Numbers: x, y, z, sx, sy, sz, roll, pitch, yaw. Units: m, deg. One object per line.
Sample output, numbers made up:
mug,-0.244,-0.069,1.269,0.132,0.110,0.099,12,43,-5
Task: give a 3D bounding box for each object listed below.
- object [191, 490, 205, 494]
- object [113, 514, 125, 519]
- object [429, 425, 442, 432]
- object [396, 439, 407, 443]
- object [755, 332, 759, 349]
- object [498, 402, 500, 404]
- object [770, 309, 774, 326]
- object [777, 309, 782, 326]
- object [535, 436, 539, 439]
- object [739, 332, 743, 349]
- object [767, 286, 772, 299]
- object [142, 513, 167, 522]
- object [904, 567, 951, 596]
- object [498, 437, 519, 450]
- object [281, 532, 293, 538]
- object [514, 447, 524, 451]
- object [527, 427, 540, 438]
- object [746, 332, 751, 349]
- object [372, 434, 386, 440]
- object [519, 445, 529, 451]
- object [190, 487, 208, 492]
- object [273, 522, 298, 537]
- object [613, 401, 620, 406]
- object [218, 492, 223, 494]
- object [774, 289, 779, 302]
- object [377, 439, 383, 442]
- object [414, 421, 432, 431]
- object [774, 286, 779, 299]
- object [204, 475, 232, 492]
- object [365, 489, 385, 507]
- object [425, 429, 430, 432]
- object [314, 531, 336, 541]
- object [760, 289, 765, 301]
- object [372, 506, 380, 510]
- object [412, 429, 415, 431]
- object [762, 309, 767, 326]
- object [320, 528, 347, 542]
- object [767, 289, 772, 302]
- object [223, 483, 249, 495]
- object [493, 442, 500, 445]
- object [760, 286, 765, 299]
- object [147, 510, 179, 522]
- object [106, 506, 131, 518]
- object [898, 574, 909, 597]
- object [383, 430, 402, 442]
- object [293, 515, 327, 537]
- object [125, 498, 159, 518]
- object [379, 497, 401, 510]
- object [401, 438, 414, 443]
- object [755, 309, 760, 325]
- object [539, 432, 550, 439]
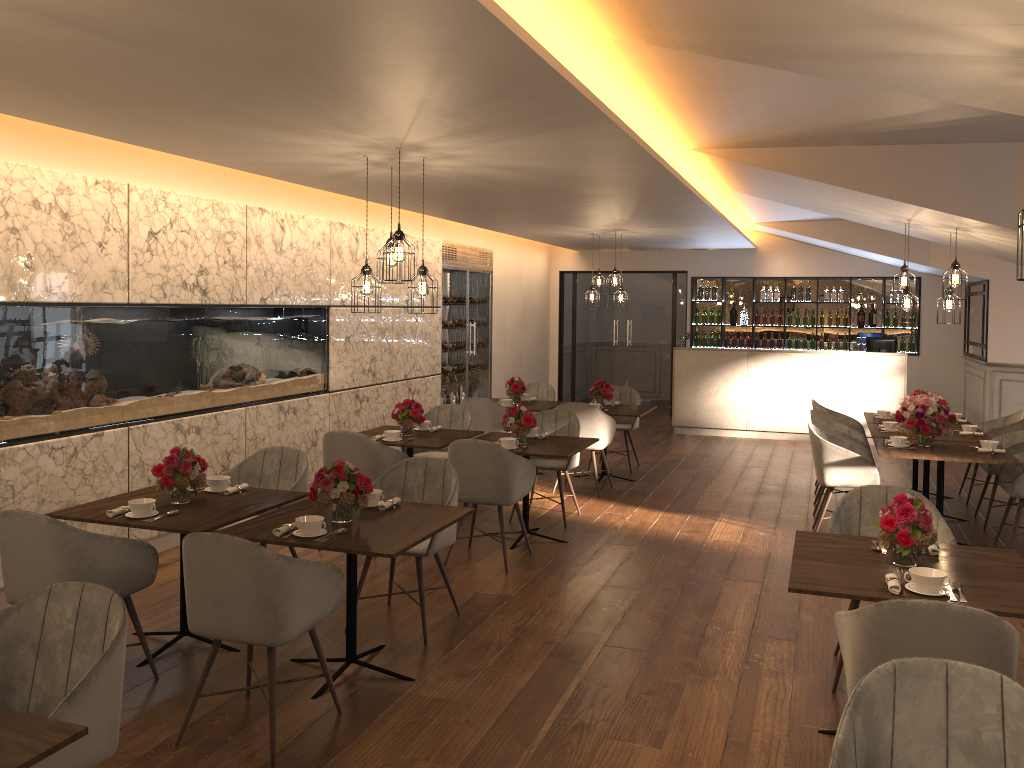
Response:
object,-1.666,0.575,4.782,0.022,0.004,0.211,2,5,19
object,-1.825,0.611,4.231,0.025,0.024,0.193,2,5,19
object,-0.616,0.362,7.168,0.056,0.039,0.176,2,5,19
object,-0.811,0.425,6.620,0.022,0.004,0.211,2,5,19
object,3.788,-0.674,13.694,0.065,0.261,0.066,1,2,-2
object,-0.165,0.206,9.012,0.056,0.039,0.176,2,5,19
object,4.000,-1.027,13.610,0.065,0.261,0.066,1,2,-2
object,4.105,-1.023,13.573,0.065,0.261,0.066,1,2,-2
object,0.214,0.405,6.864,0.025,0.024,0.193,2,5,19
object,3.565,-0.684,13.773,0.065,0.261,0.066,1,2,-2
object,3.953,-1.397,13.584,0.069,0.208,0.040,1,2,19
object,-1.671,0.626,4.195,0.022,0.004,0.211,2,5,19
object,1.500,0.715,3.196,0.148,0.072,0.149,0,4,-13
object,-0.027,0.426,6.313,0.148,0.072,0.148,-2,5,-28
object,-0.959,0.647,3.924,0.025,0.024,0.193,2,5,19
object,0.055,0.461,6.313,0.022,0.004,0.211,2,5,19
object,0.143,0.377,6.899,0.148,0.072,0.148,-2,5,-28
object,3.669,-0.679,13.736,0.065,0.261,0.066,1,2,-2
object,-1.000,0.402,6.658,0.056,0.039,0.176,2,5,19
object,0.086,0.458,6.294,0.043,0.015,0.198,2,5,16
object,-1.697,0.567,4.801,0.043,0.015,0.198,2,5,16
object,-0.995,0.640,3.926,0.056,0.039,0.176,2,5,19
object,1.085,0.203,9.215,0.056,0.039,0.176,2,5,19
object,-1.512,0.569,4.746,0.025,0.024,0.193,2,5,19
object,4.048,-1.357,13.552,0.070,0.189,0.041,1,2,19
object,-0.965,0.409,6.656,0.025,0.024,0.193,2,5,19
object,-0.723,0.340,7.205,0.148,0.072,0.148,-2,5,-28
object,4.048,-1.393,13.551,0.069,0.208,0.040,1,2,19
object,-1.584,0.542,4.780,0.148,0.072,0.149,0,4,-3
object,-0.718,0.578,4.474,0.148,0.072,0.149,0,4,-3
object,-0.652,0.368,7.171,0.025,0.024,0.193,2,5,19
object,-0.805,0.663,3.888,0.022,0.004,0.211,2,5,19
object,3.858,-1.365,13.619,0.070,0.189,0.041,1,2,19
object,-0.646,0.606,4.439,0.025,0.024,0.193,2,5,19
object,-0.806,0.374,7.208,0.022,0.004,0.211,2,5,19
object,3.896,-1.032,13.646,0.065,0.261,0.066,1,2,-2
object,-0.774,0.659,3.869,0.043,0.015,0.198,2,5,16
object,3.953,-1.361,13.585,0.070,0.189,0.041,1,2,19
object,-1.476,0.563,4.743,0.056,0.039,0.176,2,5,19
object,-0.134,0.438,6.351,0.056,0.039,0.176,2,5,19
object,3.858,-1.401,13.618,0.069,0.208,0.040,1,2,19
object,-1.648,0.622,4.179,0.043,0.015,0.198,3,5,23
object,-1.861,0.603,4.233,0.056,0.039,0.176,2,5,19
object,1.428,0.735,3.232,0.025,0.024,0.193,2,5,19
object,-0.893,0.389,6.620,0.148,0.072,0.148,-2,5,-28
object,-0.887,0.627,3.888,0.148,0.072,0.149,0,4,-3
object,-1.753,0.591,4.195,0.148,0.072,0.149,0,4,-3
object,-0.610,0.600,4.436,0.056,0.039,0.176,2,5,19
object,-0.780,0.421,6.601,0.043,0.015,0.198,2,5,16
object,3.792,-1.036,13.683,0.065,0.261,0.066,1,2,-2
object,0.250,0.398,6.861,0.056,0.039,0.176,2,5,19
